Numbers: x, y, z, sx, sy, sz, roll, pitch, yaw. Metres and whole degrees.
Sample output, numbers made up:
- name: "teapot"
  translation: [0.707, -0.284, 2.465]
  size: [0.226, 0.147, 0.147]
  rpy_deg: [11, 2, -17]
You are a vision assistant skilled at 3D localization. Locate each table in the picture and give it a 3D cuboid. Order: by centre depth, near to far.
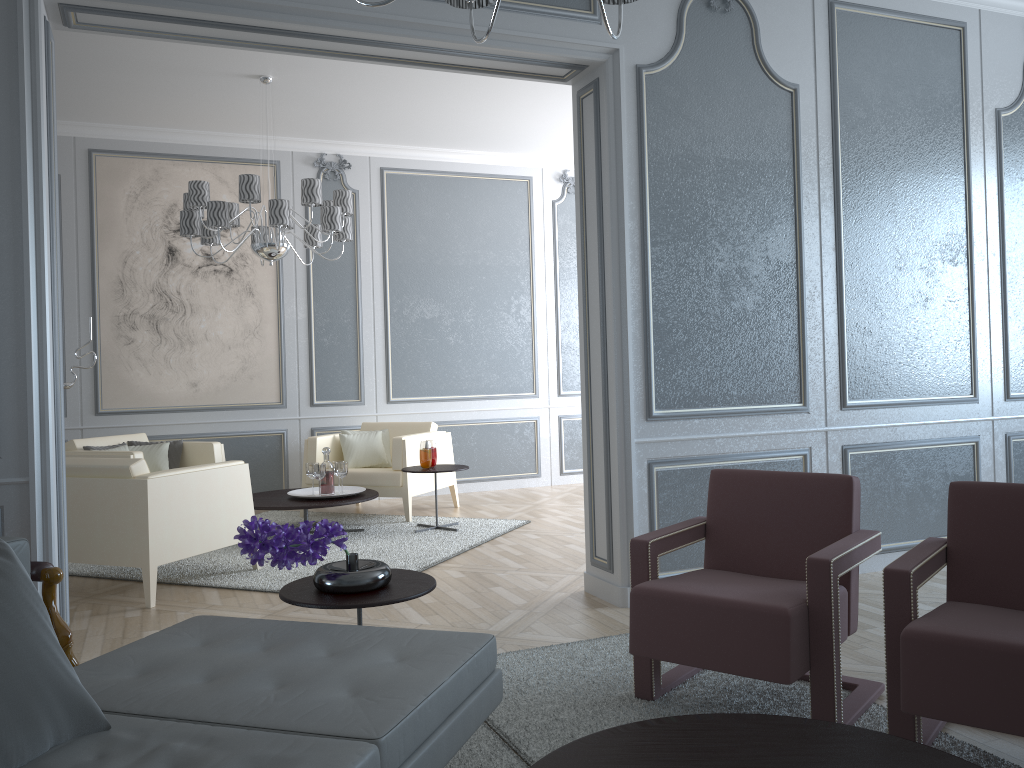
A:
- name: "table"
  translation: [0.417, 0.799, 1.383]
  size: [0.882, 0.239, 0.882]
  rpy_deg: [-2, 1, -5]
- name: "table"
  translation: [-0.404, 0.730, 2.371]
  size: [0.414, 0.385, 0.414]
  rpy_deg: [-2, 0, -35]
- name: "table"
  translation: [-1.253, 0.801, 5.394]
  size: [0.882, 0.239, 0.882]
  rpy_deg: [-2, 1, -25]
- name: "table"
  translation: [-0.464, 0.705, 5.430]
  size: [0.414, 0.385, 0.414]
  rpy_deg: [-2, 0, 25]

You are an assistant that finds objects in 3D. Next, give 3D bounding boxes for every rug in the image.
- name: "rug"
  translation: [0.341, 0.916, 1.397]
  size: [2.018, 0.010, 3.203]
  rpy_deg: [-2, 1, -22]
- name: "rug"
  translation: [-1.190, 0.917, 5.095]
  size: [2.000, 0.010, 2.000]
  rpy_deg: [-1, 1, 23]

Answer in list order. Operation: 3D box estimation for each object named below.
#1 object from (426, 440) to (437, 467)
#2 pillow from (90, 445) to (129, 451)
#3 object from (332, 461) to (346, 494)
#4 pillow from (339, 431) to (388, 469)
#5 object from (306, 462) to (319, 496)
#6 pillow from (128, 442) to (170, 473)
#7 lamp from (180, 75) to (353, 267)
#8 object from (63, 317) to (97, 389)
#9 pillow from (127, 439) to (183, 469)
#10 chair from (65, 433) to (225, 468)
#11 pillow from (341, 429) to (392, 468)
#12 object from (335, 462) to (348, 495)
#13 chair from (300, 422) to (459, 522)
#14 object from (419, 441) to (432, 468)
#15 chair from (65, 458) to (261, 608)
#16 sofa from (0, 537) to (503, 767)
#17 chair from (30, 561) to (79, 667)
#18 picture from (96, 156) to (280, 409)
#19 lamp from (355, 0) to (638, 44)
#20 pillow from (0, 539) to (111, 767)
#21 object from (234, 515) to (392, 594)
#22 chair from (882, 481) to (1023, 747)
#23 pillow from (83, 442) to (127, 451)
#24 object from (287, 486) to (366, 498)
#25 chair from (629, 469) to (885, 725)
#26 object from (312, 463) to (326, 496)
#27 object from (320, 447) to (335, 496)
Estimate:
- name: "object"
  translation: [-0.504, 0.430, 5.505]
  size: [0.075, 0.165, 0.075]
  rpy_deg: [-2, 0, 27]
- name: "pillow"
  translation: [-2.438, 0.511, 5.487]
  size: [0.163, 0.245, 0.312]
  rpy_deg: [-2, 0, 12]
- name: "object"
  translation: [-1.066, 0.574, 5.462]
  size: [0.080, 0.196, 0.080]
  rpy_deg: [-2, 0, -39]
- name: "pillow"
  translation: [-1.042, 0.462, 6.225]
  size: [0.312, 0.245, 0.163]
  rpy_deg: [-2, 0, -28]
- name: "object"
  translation: [-1.211, 0.579, 5.392]
  size: [0.080, 0.196, 0.080]
  rpy_deg: [-2, 0, -39]
- name: "pillow"
  translation: [-2.361, 0.507, 5.687]
  size: [0.312, 0.245, 0.163]
  rpy_deg: [-2, 0, -18]
- name: "lamp"
  translation: [-1.448, -1.257, 5.254]
  size: [0.976, 1.120, 0.976]
  rpy_deg: [-2, 0, -34]
- name: "object"
  translation: [-2.930, 0.274, 5.542]
  size: [0.446, 1.386, 0.446]
  rpy_deg: [-2, 0, 23]
- name: "pillow"
  translation: [-2.336, 0.506, 5.772]
  size: [0.351, 0.276, 0.184]
  rpy_deg: [-2, 0, -7]
- name: "chair"
  translation: [-2.349, 0.639, 5.615]
  size: [0.737, 0.621, 0.855]
  rpy_deg: [-2, 0, 23]
- name: "pillow"
  translation: [-1.033, 0.462, 6.313]
  size: [0.351, 0.276, 0.184]
  rpy_deg: [-2, 0, -17]
- name: "object"
  translation: [-1.033, 0.574, 5.385]
  size: [0.080, 0.196, 0.080]
  rpy_deg: [-2, 0, -39]
- name: "chair"
  translation: [-0.922, 0.591, 6.202]
  size: [0.855, 0.621, 0.737]
  rpy_deg: [-2, 0, 23]
- name: "object"
  translation: [-0.528, 0.432, 5.422]
  size: [0.075, 0.165, 0.075]
  rpy_deg: [-2, 0, -33]
- name: "chair"
  translation: [-1.789, 0.639, 4.253]
  size: [0.855, 0.621, 0.737]
  rpy_deg: [-2, 0, 23]
- name: "sofa"
  translation: [-0.740, 0.613, 1.057]
  size: [0.810, 0.668, 2.204]
  rpy_deg: [-2, 1, 18]
- name: "chair"
  translation: [-1.549, 0.548, 2.285]
  size: [0.575, 0.828, 0.573]
  rpy_deg: [-2, 0, 28]
- name: "picture"
  translation: [-2.303, -0.722, 6.364]
  size: [1.199, 1.751, 0.001]
  rpy_deg: [-2, 0, -22]
- name: "lamp"
  translation: [0.062, -1.259, 1.583]
  size: [0.976, 1.120, 0.976]
  rpy_deg: [-2, 0, -34]
- name: "pillow"
  translation: [-0.844, 0.440, 1.324]
  size: [0.253, 0.354, 0.422]
  rpy_deg: [-2, 0, 15]
- name: "object"
  translation: [-0.493, 0.430, 2.276]
  size: [0.206, 0.221, 0.425]
  rpy_deg: [-2, 0, 38]
- name: "chair"
  translation: [1.205, 0.571, 2.045]
  size: [0.576, 0.620, 0.606]
  rpy_deg: [-2, 0, 38]
- name: "pillow"
  translation: [-2.499, 0.513, 5.550]
  size: [0.184, 0.276, 0.351]
  rpy_deg: [-2, 0, 23]
- name: "object"
  translation: [-1.124, 0.664, 5.388]
  size: [0.468, 0.028, 0.468]
  rpy_deg: [-2, 1, -10]
- name: "chair"
  translation: [0.669, 0.581, 2.497]
  size: [0.576, 0.620, 0.606]
  rpy_deg: [-2, 0, 38]
- name: "object"
  translation: [-1.153, 0.578, 5.312]
  size: [0.080, 0.196, 0.080]
  rpy_deg: [-2, 0, -19]
- name: "object"
  translation: [-1.127, 0.530, 5.400]
  size: [0.086, 0.290, 0.086]
  rpy_deg: [-2, 0, -1]
